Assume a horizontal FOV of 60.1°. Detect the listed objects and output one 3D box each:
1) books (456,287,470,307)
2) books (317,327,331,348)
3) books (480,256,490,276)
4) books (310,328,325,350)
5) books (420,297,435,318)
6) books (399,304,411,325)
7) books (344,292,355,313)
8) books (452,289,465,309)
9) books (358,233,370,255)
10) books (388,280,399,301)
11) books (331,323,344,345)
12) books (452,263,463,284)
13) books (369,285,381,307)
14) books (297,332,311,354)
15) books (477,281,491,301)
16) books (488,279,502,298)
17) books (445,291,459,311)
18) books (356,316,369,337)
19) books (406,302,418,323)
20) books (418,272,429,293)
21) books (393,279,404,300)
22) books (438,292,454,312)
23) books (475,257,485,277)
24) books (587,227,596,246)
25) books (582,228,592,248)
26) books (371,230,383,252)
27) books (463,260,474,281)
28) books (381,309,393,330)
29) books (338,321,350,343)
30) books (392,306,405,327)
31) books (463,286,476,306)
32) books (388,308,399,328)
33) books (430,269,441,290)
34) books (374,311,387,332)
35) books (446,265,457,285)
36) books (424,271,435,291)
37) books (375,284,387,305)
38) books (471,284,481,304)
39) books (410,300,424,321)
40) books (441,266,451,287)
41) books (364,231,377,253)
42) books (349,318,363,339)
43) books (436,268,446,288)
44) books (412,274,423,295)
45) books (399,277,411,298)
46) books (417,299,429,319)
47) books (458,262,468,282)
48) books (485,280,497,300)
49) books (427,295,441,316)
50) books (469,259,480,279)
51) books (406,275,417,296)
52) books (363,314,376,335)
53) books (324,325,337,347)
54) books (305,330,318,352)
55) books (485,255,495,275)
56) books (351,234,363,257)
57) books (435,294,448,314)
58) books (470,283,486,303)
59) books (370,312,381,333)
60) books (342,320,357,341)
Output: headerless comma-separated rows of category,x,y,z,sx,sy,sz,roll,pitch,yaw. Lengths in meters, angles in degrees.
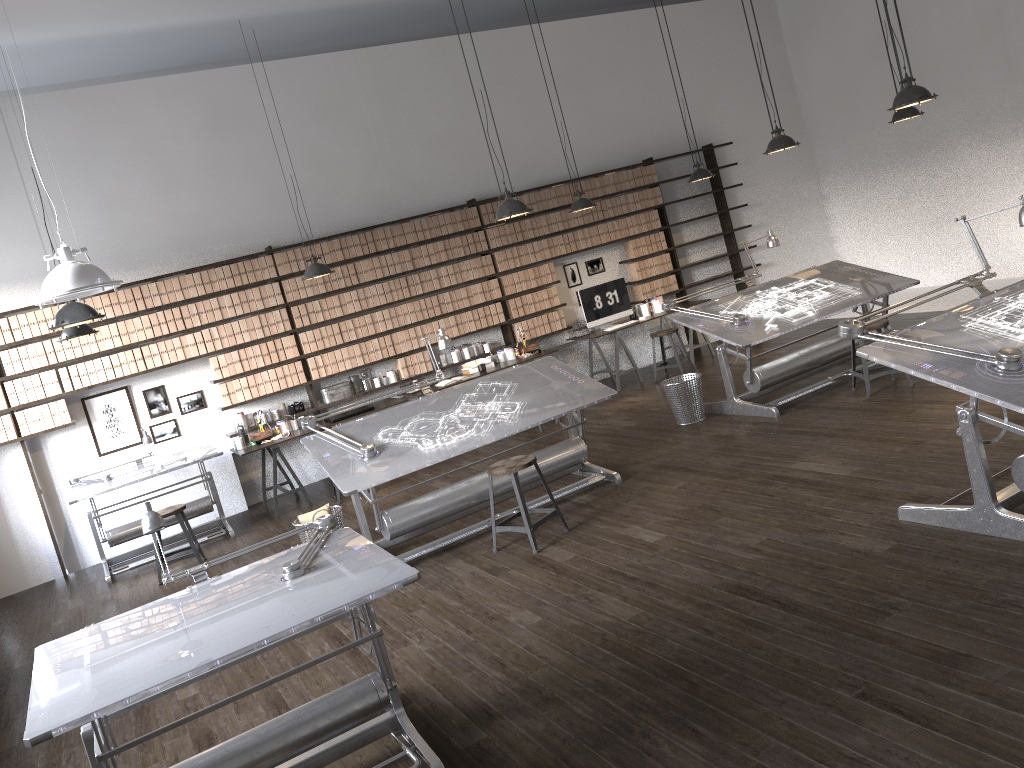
books,-0.546,-0.945,9.784,0.067,0.225,0.174,-18,7,-25
books,-1.940,-0.468,9.087,0.067,0.224,0.174,-18,7,-25
books,-0.337,-1.308,9.906,0.067,0.224,0.174,-18,7,-25
books,-1.993,-0.449,9.056,0.067,0.225,0.174,-18,7,-25
books,-0.918,-0.819,9.604,0.067,0.224,0.174,-18,7,-25
books,-1.160,-0.735,9.479,0.067,0.224,0.174,-18,7,-25
books,-1.711,-0.836,9.213,0.067,0.224,0.174,-18,7,-25
books,-0.606,-0.926,9.760,0.067,0.224,0.174,-18,7,-25
books,-1.580,-1.460,9.307,0.067,0.224,0.174,-18,7,-25
books,-1.290,-0.981,9.426,0.067,0.224,0.174,-18,7,-25
books,-1.819,-0.509,9.145,0.067,0.225,0.174,-18,7,-25
books,-0.631,-1.207,9.759,0.067,0.224,0.174,-18,7,-25
books,-1.469,-0.920,9.335,0.067,0.224,0.174,-18,7,-25
books,-2.119,-0.407,8.997,0.067,0.224,0.174,-18,7,-25
books,-0.319,-1.024,9.904,0.067,0.224,0.174,-18,7,-25
books,-0.201,-1.063,9.958,0.067,0.225,0.174,-18,7,-25
books,-0.667,-0.905,9.730,0.067,0.224,0.174,-18,7,-25
books,-1.574,-0.594,9.274,0.067,0.224,0.174,-18,7,-25
books,-1.096,-0.757,9.507,0.067,0.224,0.174,-18,7,-25
books,-0.985,-1.086,9.582,0.067,0.224,0.174,-18,7,-25
books,-1.235,-1.000,9.457,0.067,0.224,0.174,-18,7,-25
books,-0.726,-0.884,9.695,0.067,0.224,0.174,-18,7,-25
books,-0.389,-1.289,9.874,0.067,0.225,0.174,-18,7,-25
books,0.908,-1.741,10.535,0.067,0.224,0.174,-18,7,-25
books,0.850,-1.720,10.501,0.067,0.224,0.174,-18,7,-25
books,-1.452,-1.503,9.371,0.067,0.224,0.174,-18,7,-25
books,-0.510,-1.248,9.817,0.067,0.224,0.174,-18,7,-25
books,-1.340,-0.674,9.386,0.067,0.225,0.174,-18,7,-25
books,-1.757,-0.531,9.182,0.067,0.224,0.174,-18,7,-25
books,-1.222,-0.715,9.452,0.067,0.224,0.174,-18,7,-25
books,-0.490,-0.965,9.817,0.067,0.224,0.174,-18,7,-25
books,-1.281,-0.694,9.420,0.067,0.224,0.174,-18,7,-25
books,-0.863,-1.127,9.637,0.067,0.225,0.174,-18,7,-25
books,-1.403,-0.652,9.357,0.067,0.224,0.174,-18,7,-25
books,-0.690,-1.186,9.725,0.067,0.225,0.174,-18,7,-25
books,-0.924,-1.107,9.613,0.067,0.224,0.174,-18,7,-25
books,-1.405,-0.941,9.364,0.067,0.224,0.174,-18,7,-25
books,-0.435,-0.984,9.843,0.067,0.224,0.174,-18,7,-25
books,-1.034,-0.778,9.538,0.067,0.225,0.174,-18,7,-25
books,-0.753,-1.165,9.695,0.067,0.224,0.174,-18,7,-25
books,-1.513,-1.482,9.334,0.067,0.225,0.174,-18,7,-25
books,-1.635,-0.573,9.243,0.067,0.224,0.174,-18,7,-25
books,-0.808,-1.146,9.670,0.067,0.224,0.174,-18,7,-25
books,-1.044,-1.065,9.548,0.067,0.224,0.174,-18,7,-25
books,-1.169,-1.022,9.484,0.067,0.225,0.174,-18,7,-25
books,-0.982,-0.797,9.569,0.067,0.224,0.174,-18,7,-25
books,-0.572,-1.227,9.791,0.067,0.224,0.174,-18,7,-25
books,-0.260,-1.044,9.936,0.067,0.224,0.174,-18,7,-25
books,-0.852,-0.841,9.631,0.067,0.225,0.174,-18,7,-25
books,-0.446,-1.269,9.846,0.067,0.224,0.174,-18,7,-25
books,-1.107,-1.044,9.521,0.067,0.224,0.174,-18,7,-25
books,-1.513,-0.614,9.298,0.067,0.225,0.174,-18,7,-25
books,-1.885,-0.487,9.118,0.067,0.224,0.174,-18,7,-25
books,-2.055,-0.428,9.025,0.067,0.224,0.174,-18,7,-25
books,-0.277,-1.328,9.937,0.067,0.224,0.174,-18,7,-25
books,-1.639,-1.439,9.272,0.067,0.224,0.174,-18,7,-25
books,-0.789,-0.863,9.669,0.067,0.224,0.174,-18,7,-25
books,-0.377,-1.003,9.870,0.067,0.225,0.174,-18,7,-25
books,-1.458,-0.634,9.331,0.067,0.224,0.174,-18,7,-25
books,-1.694,-0.552,9.209,0.067,0.224,0.174,-18,7,-25
